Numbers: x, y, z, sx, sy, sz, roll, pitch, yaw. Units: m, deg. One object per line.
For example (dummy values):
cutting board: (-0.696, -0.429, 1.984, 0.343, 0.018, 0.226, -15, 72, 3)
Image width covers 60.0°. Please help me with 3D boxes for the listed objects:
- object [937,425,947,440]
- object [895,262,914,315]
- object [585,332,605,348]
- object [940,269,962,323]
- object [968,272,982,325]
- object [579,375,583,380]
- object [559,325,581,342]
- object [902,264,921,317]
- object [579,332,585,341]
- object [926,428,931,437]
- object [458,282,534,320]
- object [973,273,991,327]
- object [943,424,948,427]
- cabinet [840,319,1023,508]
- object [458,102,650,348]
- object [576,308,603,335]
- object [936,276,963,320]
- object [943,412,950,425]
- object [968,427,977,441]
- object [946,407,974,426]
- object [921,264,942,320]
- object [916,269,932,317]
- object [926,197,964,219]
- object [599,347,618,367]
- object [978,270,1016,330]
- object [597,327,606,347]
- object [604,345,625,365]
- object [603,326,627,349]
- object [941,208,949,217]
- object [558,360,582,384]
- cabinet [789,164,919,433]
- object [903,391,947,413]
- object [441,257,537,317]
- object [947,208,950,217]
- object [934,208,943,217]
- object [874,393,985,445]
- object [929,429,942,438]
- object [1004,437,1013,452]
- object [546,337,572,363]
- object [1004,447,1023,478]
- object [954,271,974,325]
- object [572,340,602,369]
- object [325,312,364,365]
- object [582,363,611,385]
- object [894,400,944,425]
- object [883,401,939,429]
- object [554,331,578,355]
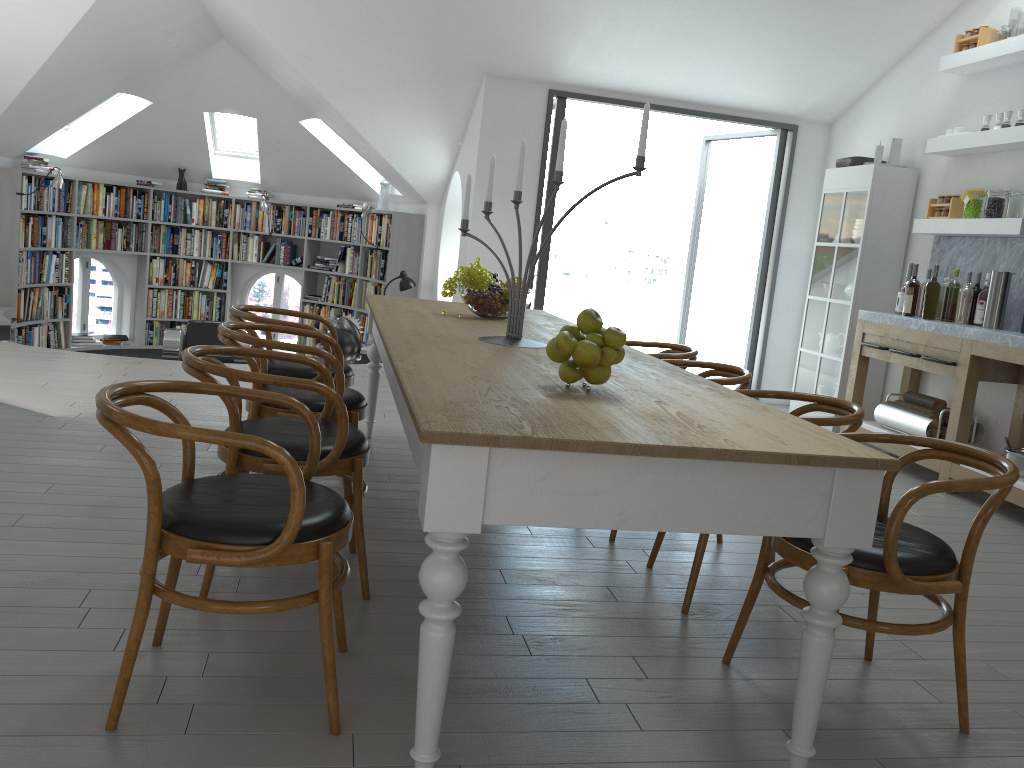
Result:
object: (2.651, 0.272, 5.696, 0.093, 0.083, 0.481, 4, 9, -14)
object: (2.673, -0.642, 6.001, 0.085, 0.358, 0.089, 7, 8, 10)
object: (0.218, -0.112, 2.338, 0.053, 0.050, 0.053, -1, 11, -40)
object: (2.780, -0.557, 5.593, 0.092, 0.338, 0.092, 7, 8, 6)
object: (2.887, -0.531, 5.529, 0.085, 0.329, 0.085, 6, 7, -3)
object: (0.176, -0.034, 2.414, 0.049, 0.050, 0.051, 5, 8, -8)
object: (0.154, -0.130, 2.355, 0.058, 0.057, 0.053, 7, 8, 3)
object: (2.624, -0.609, 5.811, 0.093, 0.358, 0.092, 9, 8, 22)
object: (0.167, -0.115, 2.433, 0.071, 0.063, 0.072, 3, 9, -18)
object: (2.498, 0.269, 5.663, 0.067, 0.067, 0.424, 4, 9, -14)
object: (-0.082, -0.383, 4.177, 0.360, 0.159, 0.361, 1, 10, -31)
object: (2.893, -0.513, 5.423, 0.081, 0.328, 0.081, 8, 8, 15)
object: (2.728, 0.274, 5.734, 0.091, 0.089, 0.457, 4, 9, -14)
cabinet: (3.396, 0.647, 3.166, 1.003, 1.018, 6.458, 4, 9, -12)
object: (0.095, -0.567, 3.175, 0.265, 0.872, 0.778, 0, 10, -38)
object: (0.208, -0.166, 2.369, 0.072, 0.074, 0.073, 4, 8, -12)
object: (2.814, -0.556, 5.761, 0.184, 0.285, 0.185, 8, 8, 12)
object: (2.718, 0.201, 5.726, 0.115, 0.079, 0.437, 4, 9, -14)
object: (2.814, 0.273, 5.750, 0.091, 0.092, 0.439, 4, 9, -14)
object: (2.799, 0.186, 5.723, 0.071, 0.072, 0.424, 4, 9, -14)
object: (2.665, -0.578, 5.619, 0.093, 0.357, 0.092, 11, 9, 32)
object: (2.775, -0.608, 5.946, 0.085, 0.329, 0.085, 6, 7, -3)
object: (2.898, -1.162, 5.908, 0.120, 0.145, 0.238, 4, 9, -12)
object: (0.248, -0.071, 2.315, 0.051, 0.053, 0.053, 3, 9, -20)
object: (2.865, -0.498, 5.256, 0.114, 0.338, 0.165, 5, 8, -9)
object: (0.238, -0.121, 2.409, 0.066, 0.071, 0.073, -1, 11, -42)
object: (0.271, -0.082, 2.368, 0.062, 0.059, 0.062, 5, 8, -8)
object: (0.270, -0.121, 2.328, 0.062, 0.059, 0.062, 5, 8, -11)
object: (2.896, -1.138, 5.913, 0.058, 0.075, 0.059, 8, 8, 11)
object: (0.155, -0.033, 2.346, 0.063, 0.063, 0.064, 6, 8, -1)
cabinet: (2.573, -0.628, 6.759, 0.361, 1.982, 0.644, 5, 8, -12)
object: (2.673, 0.121, 5.750, 0.104, 0.102, 0.293, 4, 9, -14)
object: (-0.103, -0.449, 4.178, 0.293, 0.283, 0.394, 14, 11, 42)
object: (2.909, -1.127, 5.848, 0.058, 0.075, 0.059, 8, 8, 11)
object: (2.883, -1.150, 5.978, 0.058, 0.075, 0.059, 8, 8, 11)
object: (2.668, 0.226, 5.682, 0.429, 0.230, 0.529, 4, 9, -14)
object: (2.576, 0.277, 5.682, 0.067, 0.067, 0.424, 4, 9, -14)
object: (2.742, 0.383, 4.826, 0.051, 0.152, 0.191, 5, 9, -12)
object: (0.128, -0.092, 2.386, 0.071, 0.072, 0.071, 14, 11, 42)
object: (2.849, 0.424, 4.822, 0.378, 0.163, 0.224, 3, 9, -22)
object: (2.787, -0.527, 5.451, 0.085, 0.329, 0.085, 6, 7, -3)
object: (0.194, -0.077, 2.302, 0.076, 0.076, 0.077, -2, 12, -45)
object: (-1.529, -0.370, 8.013, 0.320, 0.560, 0.322, 0, 10, -39)
object: (0.226, -0.035, 2.367, 0.078, 0.073, 0.080, 11, 10, 33)
object: (2.618, 0.180, 5.711, 0.101, 0.086, 0.364, 4, 9, -14)
object: (2.547, 0.195, 5.670, 0.092, 0.093, 0.439, 4, 9, -14)
object: (0.140, -0.106, 2.303, 0.062, 0.063, 0.063, 13, 11, 40)
